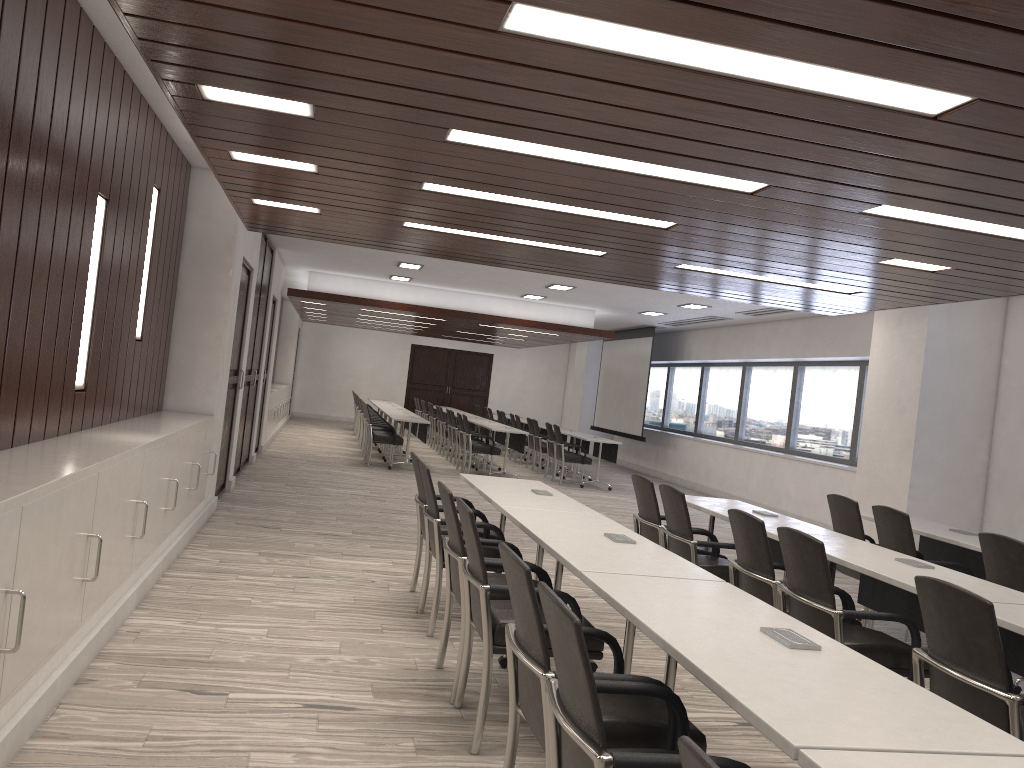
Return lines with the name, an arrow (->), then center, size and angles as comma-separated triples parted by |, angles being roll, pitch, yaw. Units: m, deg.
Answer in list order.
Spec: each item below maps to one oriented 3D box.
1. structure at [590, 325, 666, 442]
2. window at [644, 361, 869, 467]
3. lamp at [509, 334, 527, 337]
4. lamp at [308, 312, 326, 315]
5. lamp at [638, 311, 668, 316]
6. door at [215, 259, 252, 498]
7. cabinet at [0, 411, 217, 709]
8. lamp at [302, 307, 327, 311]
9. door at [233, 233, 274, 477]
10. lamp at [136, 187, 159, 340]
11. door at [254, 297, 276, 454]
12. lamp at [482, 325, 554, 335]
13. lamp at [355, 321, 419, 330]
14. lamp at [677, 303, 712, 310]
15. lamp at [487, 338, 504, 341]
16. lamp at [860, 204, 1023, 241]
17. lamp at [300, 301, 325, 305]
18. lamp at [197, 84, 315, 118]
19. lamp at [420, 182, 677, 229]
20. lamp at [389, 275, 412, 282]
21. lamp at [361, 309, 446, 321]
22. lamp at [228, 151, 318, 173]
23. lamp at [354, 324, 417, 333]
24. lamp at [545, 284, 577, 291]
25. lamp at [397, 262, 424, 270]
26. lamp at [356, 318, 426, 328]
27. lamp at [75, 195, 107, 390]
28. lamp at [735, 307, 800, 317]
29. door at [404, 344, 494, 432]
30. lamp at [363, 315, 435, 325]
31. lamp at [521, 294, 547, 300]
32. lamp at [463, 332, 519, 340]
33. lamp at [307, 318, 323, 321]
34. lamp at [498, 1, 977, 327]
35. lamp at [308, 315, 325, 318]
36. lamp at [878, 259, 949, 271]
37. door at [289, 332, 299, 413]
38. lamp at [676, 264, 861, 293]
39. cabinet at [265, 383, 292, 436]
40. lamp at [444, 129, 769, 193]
structure -> 2.294, -0.088, 18.544 | 0.438, 2.329, 3.550 | 7, 0, -12
window -> 3.997, 0.339, 15.321 | 0.118, 1.419, 10.452 | 7, 0, -12
lamp -> 0.130, -0.973, 17.310 | 0.421, 0.046, 0.236 | 7, 0, -12
lamp -> -3.937, -1.446, 17.820 | 0.464, 0.045, 0.236 | 7, 0, -12
lamp -> 2.330, -1.213, 14.641 | 0.324, 0.120, 0.519 | 7, 0, -12
door -> -2.785, -0.044, 8.679 | 0.200, 2.323, 1.163 | 7, 0, -12
cabinet -> -1.944, 0.657, 3.678 | 0.476, 0.698, 7.540 | 7, 0, -12
lamp -> -3.674, -1.423, 16.527 | 0.464, 0.045, 0.236 | 7, 0, -12
door -> -3.179, -0.362, 10.775 | 0.200, 2.889, 2.327 | 7, 0, -12
lamp -> -2.572, -0.838, 6.118 | 0.094, 1.058, 0.236 | 7, 0, -12
door -> -3.638, -0.117, 12.863 | 0.200, 2.323, 1.163 | 7, 0, -12
lamp -> 0.143, -0.981, 15.741 | 1.496, 0.045, 0.236 | 7, 0, -12
lamp -> -2.653, -1.286, 19.207 | 1.496, 0.045, 0.236 | 7, 0, -12
lamp -> 2.671, -1.184, 12.964 | 0.324, 0.120, 0.519 | 7, 0, -12
lamp -> -0.354, -1.014, 19.681 | 0.421, 0.046, 0.236 | 7, 0, -12
lamp -> 2.451, -0.785, 4.418 | 1.496, 0.045, 0.236 | 7, 0, -12
lamp -> -3.366, -1.397, 15.018 | 0.464, 0.045, 0.236 | 7, 0, -12
lamp -> -1.058, -1.201, 3.696 | 0.464, 0.045, 0.236 | 7, 0, -12
lamp -> 0.226, -1.041, 5.083 | 1.496, 0.045, 0.236 | 7, 0, -12
lamp -> -1.727, -1.694, 13.805 | 0.324, 0.120, 0.519 | 7, 0, -12
lamp -> -1.862, -1.219, 15.328 | 1.496, 0.045, 0.236 | 7, 0, -12
lamp -> -1.278, -1.220, 4.774 | 0.464, 0.045, 0.236 | 7, 0, -12
lamp -> -2.916, -1.309, 20.501 | 1.496, 0.045, 0.236 | 7, 0, -12
lamp -> 0.695, -1.418, 12.557 | 0.324, 0.120, 0.519 | 7, 0, -12
lamp -> -1.386, -1.665, 12.129 | 0.324, 0.120, 0.519 | 7, 0, -12
lamp -> -2.433, -1.268, 18.130 | 1.496, 0.045, 0.236 | 7, 0, -12
lamp -> -2.346, -0.500, 4.823 | 0.094, 1.058, 0.236 | 7, 0, -12
lamp -> 3.538, -0.894, 7.272 | 1.499, 0.552, 12.001 | 7, 0, 5
door -> -1.786, 0.178, 24.718 | 2.329, 2.323, 0.200 | 7, 0, -12
lamp -> -2.170, -1.245, 16.837 | 1.496, 0.045, 0.236 | 7, 0, -12
lamp -> 0.353, -1.447, 14.234 | 0.324, 0.120, 0.519 | 7, 0, -12
lamp -> -0.428, -1.030, 18.543 | 1.496, 0.045, 0.236 | 7, 0, -12
lamp -> -4.420, -1.487, 20.191 | 0.464, 0.045, 0.236 | 7, 0, -12
lamp -> 2.033, -1.057, 9.337 | 1.469, 0.552, 14.295 | 7, 0, 11
lamp -> -4.157, -1.464, 18.898 | 0.464, 0.045, 0.236 | 7, 0, -12
lamp -> 2.525, -0.769, 5.557 | 0.421, 0.046, 0.236 | 7, 0, -12
door -> -5.651, -0.288, 22.740 | 0.200, 2.323, 1.163 | 7, 0, -12
lamp -> 1.967, -0.826, 6.789 | 1.496, 0.045, 0.236 | 7, 0, -12
cabinet -> -4.826, 0.412, 17.818 | 0.476, 0.698, 7.540 | 7, 0, -12
lamp -> 0.446, -1.023, 4.006 | 1.496, 0.045, 0.236 | 7, 0, -12
